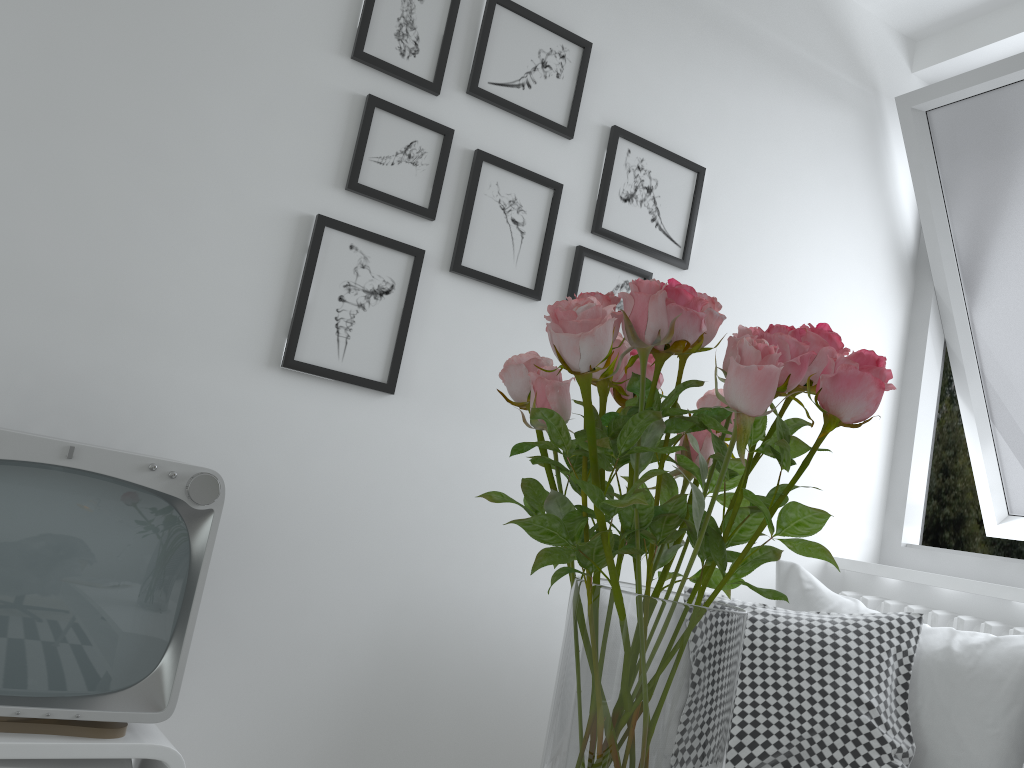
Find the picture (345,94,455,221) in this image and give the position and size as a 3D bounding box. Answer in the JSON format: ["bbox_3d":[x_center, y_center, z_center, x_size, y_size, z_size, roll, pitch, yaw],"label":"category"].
[{"bbox_3d":[-0.226,-0.462,1.818,0.196,0.202,0.018,15,-9,-29],"label":"picture"}]

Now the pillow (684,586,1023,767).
[{"bbox_3d":[1.125,0.574,0.876,0.676,0.513,2.488,15,-9,-27],"label":"pillow"}]

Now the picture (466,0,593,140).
[{"bbox_3d":[0.044,-0.708,1.981,0.275,0.236,0.021,15,-9,-29],"label":"picture"}]

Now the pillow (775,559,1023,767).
[{"bbox_3d":[0.790,0.649,1.769,0.617,0.491,0.321,5,-10,34],"label":"pillow"}]

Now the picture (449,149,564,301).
[{"bbox_3d":[-0.008,-0.345,1.941,0.225,0.274,0.018,15,-9,-29],"label":"picture"}]

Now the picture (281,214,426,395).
[{"bbox_3d":[-0.309,-0.154,1.759,0.232,0.306,0.019,15,-9,-29],"label":"picture"}]

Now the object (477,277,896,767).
[{"bbox_3d":[0.117,0.198,0.812,0.327,0.599,0.350,12,-8,-9],"label":"object"}]

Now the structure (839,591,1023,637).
[{"bbox_3d":[1.267,0.848,1.592,0.206,0.660,1.655,15,-9,-29],"label":"structure"}]

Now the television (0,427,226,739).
[{"bbox_3d":[-0.667,0.262,1.233,0.414,0.374,0.273,15,-9,-29],"label":"television"}]

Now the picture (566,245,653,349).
[{"bbox_3d":[0.225,-0.198,2.072,0.218,0.194,0.017,15,-9,-29],"label":"picture"}]

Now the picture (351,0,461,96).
[{"bbox_3d":[-0.213,-0.751,1.835,0.196,0.248,0.018,15,-9,-29],"label":"picture"}]

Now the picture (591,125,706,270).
[{"bbox_3d":[0.335,-0.446,2.143,0.290,0.266,0.019,15,-9,-29],"label":"picture"}]

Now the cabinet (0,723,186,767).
[{"bbox_3d":[-0.769,0.675,1.201,0.467,0.477,0.350,17,-10,-35],"label":"cabinet"}]

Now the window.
[{"bbox_3d":[1.973,0.445,5.053,4.514,8.137,12.055,15,-9,-29],"label":"window"}]

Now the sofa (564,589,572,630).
[{"bbox_3d":[1.042,0.821,0.820,0.917,0.768,2.647,15,-9,-29],"label":"sofa"}]
